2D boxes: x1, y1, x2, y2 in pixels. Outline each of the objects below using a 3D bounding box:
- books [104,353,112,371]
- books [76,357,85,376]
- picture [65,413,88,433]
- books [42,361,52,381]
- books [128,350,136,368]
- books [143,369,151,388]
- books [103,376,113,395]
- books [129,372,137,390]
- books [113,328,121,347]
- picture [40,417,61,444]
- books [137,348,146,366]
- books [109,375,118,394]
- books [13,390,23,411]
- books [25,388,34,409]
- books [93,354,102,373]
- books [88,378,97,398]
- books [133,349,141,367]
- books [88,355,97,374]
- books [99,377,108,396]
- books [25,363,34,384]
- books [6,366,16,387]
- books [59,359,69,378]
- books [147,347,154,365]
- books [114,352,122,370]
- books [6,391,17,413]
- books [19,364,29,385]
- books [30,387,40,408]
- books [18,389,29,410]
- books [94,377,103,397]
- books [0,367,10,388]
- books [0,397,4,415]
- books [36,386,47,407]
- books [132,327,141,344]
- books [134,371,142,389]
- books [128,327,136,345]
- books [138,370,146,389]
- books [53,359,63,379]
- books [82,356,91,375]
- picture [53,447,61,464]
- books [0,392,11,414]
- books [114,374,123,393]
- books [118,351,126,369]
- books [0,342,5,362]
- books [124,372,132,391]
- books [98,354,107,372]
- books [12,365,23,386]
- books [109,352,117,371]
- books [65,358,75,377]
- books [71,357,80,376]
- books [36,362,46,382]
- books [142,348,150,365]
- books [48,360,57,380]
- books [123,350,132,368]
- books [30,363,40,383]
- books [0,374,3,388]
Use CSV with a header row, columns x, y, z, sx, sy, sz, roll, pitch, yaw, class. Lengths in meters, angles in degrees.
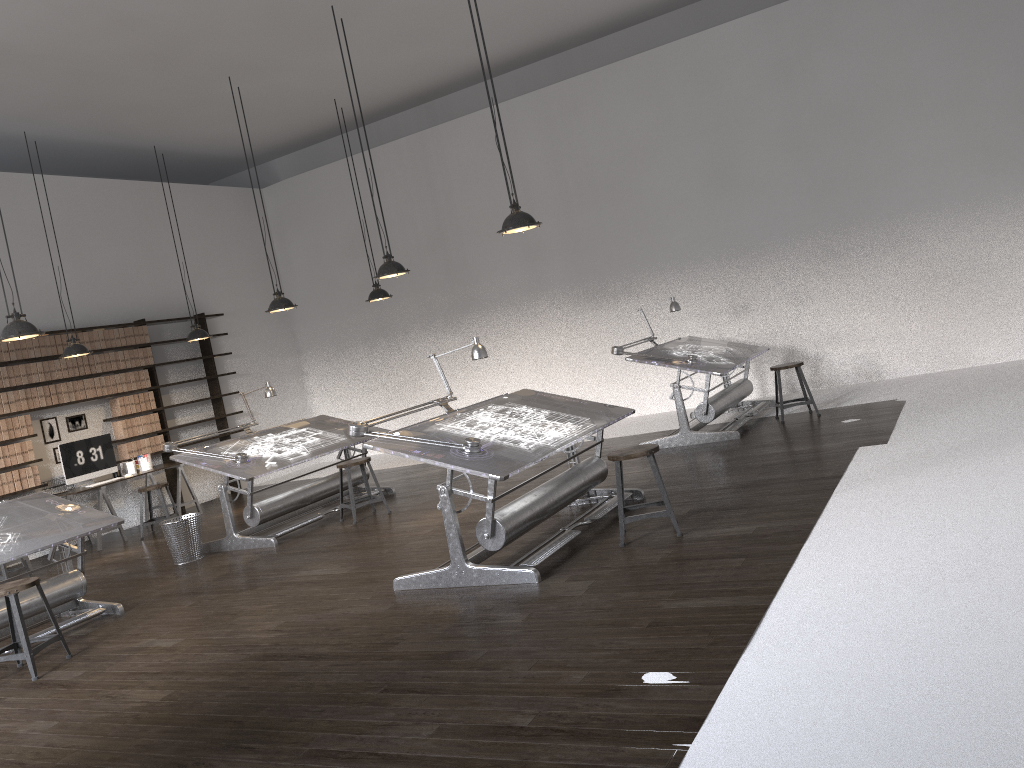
x,y,z,sx,sy,sz,roll,pitch,yaw,class
-4.870,-0.244,10.560,0.174,0.225,0.067,-11,1,28,books
-5.038,-0.191,10.241,0.174,0.225,0.067,-11,1,29,books
-5.064,0.455,10.296,0.023,0.183,0.252,-12,2,29,picture
-5.233,-0.128,9.868,0.174,0.225,0.067,-11,1,29,books
-4.712,-0.295,10.858,0.174,0.225,0.067,-11,1,28,books
-4.583,-0.055,10.993,0.173,0.225,0.067,-11,1,29,books
-4.843,0.028,10.510,0.173,0.225,0.067,-11,1,28,books
-4.679,-0.024,10.808,0.174,0.226,0.067,-11,1,29,books
-4.835,-0.545,10.728,0.173,0.225,0.067,-11,1,28,books
-5.215,0.525,10.003,0.022,0.284,0.202,-12,1,28,picture
-4.643,-0.316,10.979,0.174,0.226,0.067,-11,1,28,books
-4.809,0.017,10.570,0.174,0.225,0.067,-11,1,28,books
-5.363,0.194,9.517,0.174,0.225,0.067,-11,1,29,books
-5.302,0.174,9.636,0.174,0.225,0.067,-11,1,29,books
-4.932,-0.224,10.433,0.173,0.225,0.067,-11,1,29,books
-4.936,0.058,10.318,0.174,0.226,0.067,-11,1,28,books
-4.681,-0.305,10.921,0.173,0.225,0.067,-11,1,28,books
-4.969,-0.213,10.373,0.174,0.225,0.067,-11,1,29,books
-4.872,0.037,10.447,0.173,0.225,0.067,-11,1,29,books
-5.328,-0.098,9.687,0.174,0.225,0.067,-11,1,29,books
-5.424,-0.067,9.507,0.173,0.225,0.067,-11,1,29,books
-5.130,-0.160,10.052,0.174,0.225,0.067,-11,1,28,books
-4.585,-0.335,11.094,0.174,0.225,0.067,-11,1,29,books
-4.807,-0.264,10.677,0.174,0.225,0.067,-11,1,28,books
-5.391,0.203,9.461,0.174,0.225,0.067,-11,1,29,books
-5.355,-0.089,9.626,0.174,0.226,0.067,-11,1,28,books
-5.269,0.164,9.698,0.173,0.225,0.067,-11,1,29,books
-5.328,0.183,9.574,0.174,0.226,0.067,-11,1,28,books
-4.903,0.048,10.381,0.174,0.225,0.067,-11,1,29,books
-5.454,-0.058,9.443,0.173,0.225,0.067,-11,1,28,books
-5.459,0.224,9.336,0.174,0.225,0.067,-11,1,29,books
-5.233,0.153,9.759,0.173,0.225,0.067,-11,1,28,books
-4.705,-0.586,10.978,0.174,0.225,0.067,-11,1,28,books
-4.652,-0.033,10.870,0.174,0.225,0.067,-11,1,28,books
-4.739,-0.575,10.911,0.174,0.225,0.067,-11,1,28,books
-4.619,-0.044,10.932,0.173,0.225,0.067,-11,1,28,books
-5.167,-0.149,9.990,0.173,0.225,0.067,-11,1,28,books
-4.999,-0.203,10.304,0.174,0.226,0.067,-11,1,28,books
-5.104,0.796,10.099,0.023,0.183,0.252,-12,2,29,picture
-5.423,0.213,9.397,0.174,0.226,0.067,-11,1,28,books
-4.773,0.006,10.630,0.174,0.226,0.067,-11,1,29,books
-4.776,-0.274,10.732,0.174,0.225,0.067,-11,1,28,books
-5.513,-0.329,9.443,0.174,0.225,0.067,-11,1,28,books
-4.713,-0.013,10.751,0.174,0.225,0.067,-11,1,28,books
-4.903,-0.234,10.497,0.173,0.225,0.067,-11,1,28,books
-5.392,-0.078,9.569,0.174,0.225,0.067,-11,1,29,books
-4.834,-0.255,10.616,0.174,0.226,0.067,-11,1,29,books
-5.097,-0.171,10.116,0.174,0.226,0.067,-11,1,29,books
-5.071,-0.180,10.173,0.174,0.225,0.067,-11,1,28,books
-5.263,-0.119,9.804,0.174,0.226,0.067,-11,1,28,books
-4.616,-0.325,11.040,0.174,0.225,0.067,-11,1,29,books
-5.203,-0.138,9.930,0.173,0.225,0.067,-11,1,29,books
-4.741,-0.285,10.795,0.174,0.226,0.067,-11,1,29,books
-5.298,-0.107,9.741,0.174,0.225,0.067,-11,1,29,books
-5.491,-0.046,9.382,0.174,0.225,0.067,-11,1,28,books
